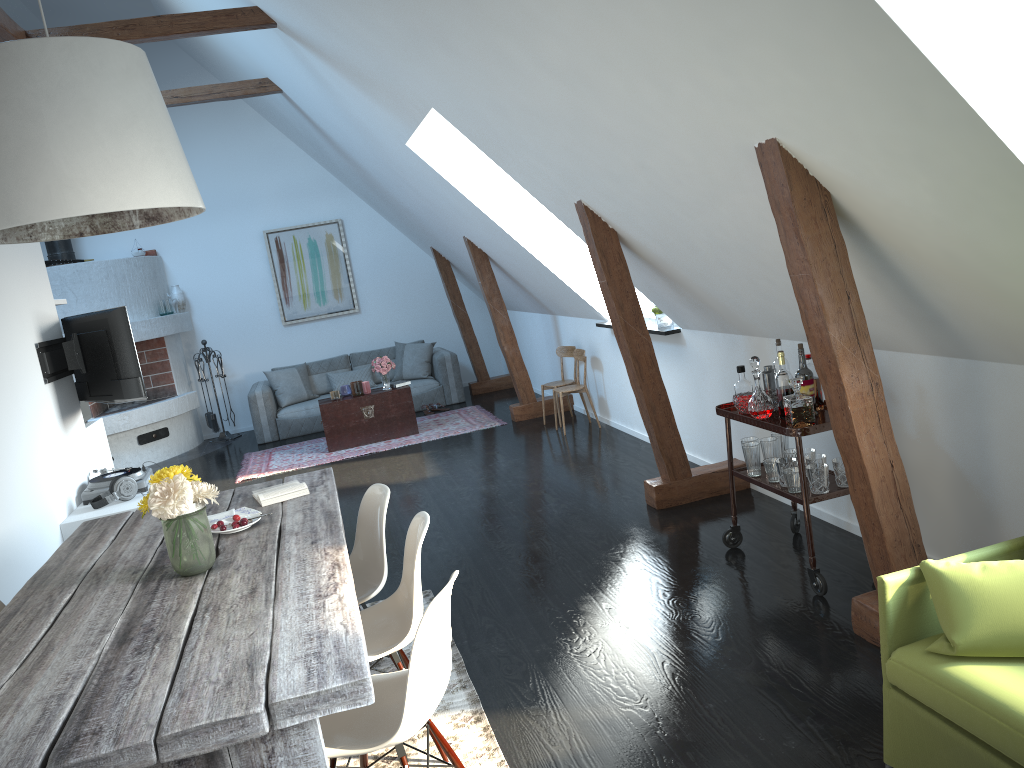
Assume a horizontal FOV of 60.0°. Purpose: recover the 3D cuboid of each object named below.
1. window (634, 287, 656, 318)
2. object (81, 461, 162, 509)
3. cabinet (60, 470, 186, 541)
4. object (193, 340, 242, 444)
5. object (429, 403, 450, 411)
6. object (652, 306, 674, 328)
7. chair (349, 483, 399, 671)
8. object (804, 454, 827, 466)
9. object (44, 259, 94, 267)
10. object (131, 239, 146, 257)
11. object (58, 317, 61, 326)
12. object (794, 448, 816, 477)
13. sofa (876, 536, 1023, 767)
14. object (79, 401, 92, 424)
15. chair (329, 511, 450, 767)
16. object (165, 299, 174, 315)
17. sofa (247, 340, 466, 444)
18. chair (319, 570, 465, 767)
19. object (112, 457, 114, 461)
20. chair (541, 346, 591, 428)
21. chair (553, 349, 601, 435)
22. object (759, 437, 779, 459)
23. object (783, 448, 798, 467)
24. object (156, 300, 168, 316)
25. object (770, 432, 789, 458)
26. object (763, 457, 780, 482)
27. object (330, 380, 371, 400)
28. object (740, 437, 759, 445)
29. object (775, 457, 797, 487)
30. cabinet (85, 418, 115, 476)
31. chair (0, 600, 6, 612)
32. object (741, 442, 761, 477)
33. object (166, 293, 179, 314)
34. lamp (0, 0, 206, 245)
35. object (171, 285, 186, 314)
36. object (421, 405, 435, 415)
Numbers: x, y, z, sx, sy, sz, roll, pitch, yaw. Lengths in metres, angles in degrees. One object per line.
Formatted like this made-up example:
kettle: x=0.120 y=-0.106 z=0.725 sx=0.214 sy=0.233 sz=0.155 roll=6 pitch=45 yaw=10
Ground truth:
window: x=-1.572 y=-1.795 z=4.053 sx=5.959 sy=4.249 sz=8.018 roll=-12 pitch=9 yaw=-12
object: x=-2.566 y=0.647 z=5.921 sx=0.558 sy=0.162 sz=0.742 roll=-12 pitch=9 yaw=-15
cabinet: x=-2.496 y=0.973 z=5.940 sx=0.623 sy=0.507 sz=1.069 roll=-12 pitch=9 yaw=-12
object: x=-3.601 y=0.074 z=10.742 sx=0.376 sy=1.245 sz=0.376 roll=-15 pitch=10 yaw=-32
object: x=-0.828 y=0.259 z=10.202 sx=0.277 sy=0.090 sz=0.101 roll=-4 pitch=10 yaw=34
object: x=0.986 y=-0.623 z=6.209 sx=0.309 sy=0.461 sz=0.131 roll=-9 pitch=8 yaw=6
chair: x=-0.689 y=0.862 z=3.582 sx=0.542 sy=0.801 sz=0.465 roll=-14 pitch=9 yaw=-26
object: x=1.370 y=0.382 z=3.986 sx=0.095 sy=0.119 sz=0.095 roll=-3 pitch=11 yaw=39
object: x=-4.874 y=-1.297 z=9.446 sx=0.783 sy=0.094 sz=0.311 roll=-14 pitch=9 yaw=-26
object: x=-4.374 y=-1.587 z=10.354 sx=0.066 sy=0.221 sz=0.231 roll=-7 pitch=9 yaw=18
object: x=-4.775 y=-0.609 z=9.214 sx=0.158 sy=0.274 sz=0.158 roll=-6 pitch=9 yaw=27
object: x=1.364 y=0.365 z=4.107 sx=0.095 sy=0.119 sz=0.095 roll=-3 pitch=11 yaw=39
sofa: x=1.682 y=0.741 z=1.576 sx=0.898 sy=0.825 sz=2.093 roll=-12 pitch=9 yaw=-13
object: x=-3.386 y=0.247 z=6.519 sx=0.435 sy=0.211 sz=0.496 roll=-12 pitch=9 yaw=-12
chair: x=-0.483 y=0.899 z=3.098 sx=0.542 sy=0.801 sz=0.465 roll=-11 pitch=9 yaw=-11
object: x=-4.026 y=-0.902 z=10.392 sx=0.092 sy=0.180 sz=0.092 roll=-8 pitch=9 yaw=11
sofa: x=-1.892 y=0.023 z=10.704 sx=2.458 sy=0.770 sz=1.107 roll=-12 pitch=9 yaw=-12
chair: x=-0.352 y=0.960 z=2.538 sx=0.542 sy=0.801 sz=0.465 roll=-8 pitch=9 yaw=14
object: x=-4.360 y=0.903 z=9.278 sx=0.384 sy=0.313 sz=0.384 roll=-8 pitch=9 yaw=14
chair: x=0.458 y=0.016 z=8.263 sx=0.342 sy=0.696 sz=0.329 roll=-14 pitch=10 yaw=-29
chair: x=0.532 y=0.062 z=7.869 sx=0.342 sy=0.696 sz=0.329 roll=-11 pitch=9 yaw=-11
object: x=1.249 y=0.341 z=4.283 sx=0.087 sy=0.155 sz=0.087 roll=-17 pitch=11 yaw=-39
object: x=1.340 y=0.364 z=4.212 sx=0.092 sy=0.099 sz=0.092 roll=-16 pitch=10 yaw=-34
object: x=-4.034 y=-0.877 z=10.232 sx=0.092 sy=0.180 sz=0.092 roll=-7 pitch=9 yaw=16
object: x=1.330 y=0.313 z=4.376 sx=0.087 sy=0.155 sz=0.087 roll=-17 pitch=11 yaw=-39
object: x=1.216 y=0.400 z=4.113 sx=0.092 sy=0.099 sz=0.092 roll=-16 pitch=10 yaw=-34
object: x=-1.640 y=0.052 z=9.031 sx=0.413 sy=0.138 sz=0.215 roll=-10 pitch=8 yaw=-1
object: x=1.174 y=0.344 z=4.345 sx=0.087 sy=0.155 sz=0.087 roll=-17 pitch=11 yaw=-39
object: x=1.245 y=0.400 z=4.009 sx=0.095 sy=0.119 sz=0.095 roll=-3 pitch=11 yaw=39
cabinet: x=-3.472 y=0.828 z=6.619 sx=0.869 sy=0.921 sz=0.638 roll=-12 pitch=9 yaw=-12
chair: x=-1.604 y=1.075 z=3.214 sx=0.542 sy=0.801 sz=0.465 roll=-12 pitch=9 yaw=-16
object: x=1.153 y=0.362 z=4.249 sx=0.087 sy=0.155 sz=0.087 roll=-17 pitch=11 yaw=-39
object: x=-4.026 y=-0.963 z=10.535 sx=0.081 sy=0.258 sz=0.150 roll=-7 pitch=9 yaw=21
lamp: x=-1.588 y=-1.865 z=2.591 sx=0.697 sy=2.813 sz=0.757 roll=-3 pitch=11 yaw=37
object: x=-4.032 y=-1.011 z=10.715 sx=0.165 sy=0.368 sz=0.165 roll=-17 pitch=11 yaw=-40
object: x=-0.970 y=0.294 z=10.137 sx=0.101 sy=0.090 sz=0.277 roll=-14 pitch=9 yaw=-24
